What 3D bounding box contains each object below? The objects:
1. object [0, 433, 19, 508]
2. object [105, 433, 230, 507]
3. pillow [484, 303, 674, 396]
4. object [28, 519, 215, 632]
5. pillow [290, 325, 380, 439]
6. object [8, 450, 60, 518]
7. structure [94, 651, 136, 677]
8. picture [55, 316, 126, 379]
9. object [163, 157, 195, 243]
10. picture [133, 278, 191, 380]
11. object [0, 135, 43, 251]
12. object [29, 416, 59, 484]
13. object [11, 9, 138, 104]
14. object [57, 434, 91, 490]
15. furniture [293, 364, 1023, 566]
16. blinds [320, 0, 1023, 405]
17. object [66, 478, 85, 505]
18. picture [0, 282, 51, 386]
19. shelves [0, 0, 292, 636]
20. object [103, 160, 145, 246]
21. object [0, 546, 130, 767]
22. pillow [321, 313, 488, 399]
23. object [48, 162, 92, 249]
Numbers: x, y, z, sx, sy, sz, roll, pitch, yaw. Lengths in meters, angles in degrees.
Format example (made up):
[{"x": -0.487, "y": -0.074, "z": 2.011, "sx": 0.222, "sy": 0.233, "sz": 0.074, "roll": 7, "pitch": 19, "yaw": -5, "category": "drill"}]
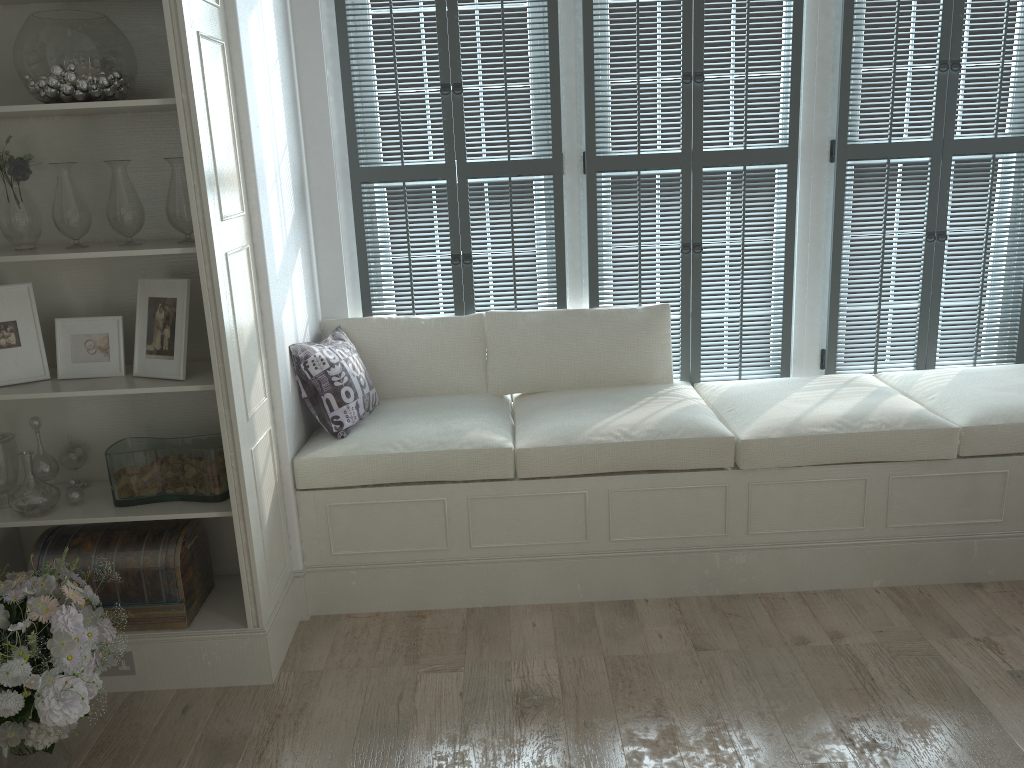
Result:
[{"x": -1.653, "y": 0.242, "z": 2.845, "sx": 0.129, "sy": 0.315, "sz": 0.129, "roll": -1, "pitch": 15, "yaw": 5, "category": "object"}, {"x": -1.099, "y": 0.277, "z": 2.883, "sx": 0.387, "sy": 0.180, "sz": 0.171, "roll": -3, "pitch": 15, "yaw": 0, "category": "object"}, {"x": 0.280, "y": -0.143, "z": 3.727, "sx": 0.787, "sy": 0.360, "sz": 0.193, "roll": -3, "pitch": 15, "yaw": 0, "category": "pillow"}, {"x": -1.275, "y": 0.609, "z": 2.913, "sx": 0.475, "sy": 0.297, "sz": 0.290, "roll": -3, "pitch": 15, "yaw": 0, "category": "object"}, {"x": -0.664, "y": -0.011, "z": 3.435, "sx": 0.229, "sy": 0.398, "sz": 0.550, "roll": 0, "pitch": 15, "yaw": 12, "category": "pillow"}, {"x": -1.512, "y": 0.311, "z": 2.792, "sx": 0.148, "sy": 0.200, "sz": 0.148, "roll": -12, "pitch": 18, "yaw": -32, "category": "object"}, {"x": -1.267, "y": 0.888, "z": 2.810, "sx": 0.140, "sy": 0.084, "sz": 0.010, "roll": -3, "pitch": 15, "yaw": 0, "category": "structure"}, {"x": -1.334, "y": -0.123, "z": 2.829, "sx": 0.206, "sy": 0.192, "sz": 0.124, "roll": -4, "pitch": 15, "yaw": -5, "category": "picture"}, {"x": -0.994, "y": -0.556, "z": 2.683, "sx": 0.110, "sy": 0.251, "sz": 0.110, "roll": -11, "pitch": 17, "yaw": -27, "category": "object"}, {"x": -1.077, "y": -0.176, "z": 2.753, "sx": 0.202, "sy": 0.300, "sz": 0.124, "roll": 4, "pitch": 16, "yaw": 24, "category": "picture"}, {"x": -1.508, "y": -0.583, "z": 2.674, "sx": 0.206, "sy": 0.355, "sz": 0.166, "roll": 9, "pitch": 19, "yaw": 37, "category": "object"}, {"x": -1.557, "y": 0.237, "z": 2.938, "sx": 0.088, "sy": 0.271, "sz": 0.088, "roll": -1, "pitch": 15, "yaw": 5, "category": "object"}, {"x": -1.258, "y": -0.933, "z": 2.562, "sx": 0.329, "sy": 0.249, "sz": 0.329, "roll": -10, "pitch": 17, "yaw": -25, "category": "object"}, {"x": -1.483, "y": 0.260, "z": 3.001, "sx": 0.094, "sy": 0.188, "sz": 0.094, "roll": 10, "pitch": 20, "yaw": 40, "category": "object"}, {"x": 0.802, "y": 0.266, "z": 3.532, "sx": 3.150, "sy": 0.459, "sz": 0.837, "roll": -3, "pitch": 15, "yaw": 0, "category": "furniture"}, {"x": 0.758, "y": -0.969, "z": 3.643, "sx": 3.076, "sy": 2.238, "sz": 0.141, "roll": -3, "pitch": 15, "yaw": 0, "category": "blinds"}, {"x": -1.411, "y": 0.345, "z": 2.859, "sx": 0.056, "sy": 0.090, "sz": 0.056, "roll": 6, "pitch": 17, "yaw": 29, "category": "object"}, {"x": -1.591, "y": -0.151, "z": 2.750, "sx": 0.231, "sy": 0.300, "sz": 0.127, "roll": -11, "pitch": 17, "yaw": -29, "category": "picture"}, {"x": -1.322, "y": -0.461, "z": 2.667, "sx": 0.972, "sy": 2.523, "sz": 0.399, "roll": -3, "pitch": 15, "yaw": 0, "category": "shelves"}, {"x": -1.173, "y": -0.547, "z": 2.682, "sx": 0.110, "sy": 0.251, "sz": 0.110, "roll": -11, "pitch": 17, "yaw": -27, "category": "object"}, {"x": -1.337, "y": 0.779, "z": 2.403, "sx": 0.570, "sy": 0.643, "sz": 0.544, "roll": -5, "pitch": 15, "yaw": -9, "category": "object"}, {"x": -0.450, "y": -0.105, "z": 3.728, "sx": 0.695, "sy": 0.360, "sz": 0.187, "roll": -3, "pitch": 15, "yaw": 0, "category": "pillow"}, {"x": -1.335, "y": -0.539, "z": 2.681, "sx": 0.110, "sy": 0.251, "sz": 0.110, "roll": -11, "pitch": 17, "yaw": -27, "category": "object"}]
